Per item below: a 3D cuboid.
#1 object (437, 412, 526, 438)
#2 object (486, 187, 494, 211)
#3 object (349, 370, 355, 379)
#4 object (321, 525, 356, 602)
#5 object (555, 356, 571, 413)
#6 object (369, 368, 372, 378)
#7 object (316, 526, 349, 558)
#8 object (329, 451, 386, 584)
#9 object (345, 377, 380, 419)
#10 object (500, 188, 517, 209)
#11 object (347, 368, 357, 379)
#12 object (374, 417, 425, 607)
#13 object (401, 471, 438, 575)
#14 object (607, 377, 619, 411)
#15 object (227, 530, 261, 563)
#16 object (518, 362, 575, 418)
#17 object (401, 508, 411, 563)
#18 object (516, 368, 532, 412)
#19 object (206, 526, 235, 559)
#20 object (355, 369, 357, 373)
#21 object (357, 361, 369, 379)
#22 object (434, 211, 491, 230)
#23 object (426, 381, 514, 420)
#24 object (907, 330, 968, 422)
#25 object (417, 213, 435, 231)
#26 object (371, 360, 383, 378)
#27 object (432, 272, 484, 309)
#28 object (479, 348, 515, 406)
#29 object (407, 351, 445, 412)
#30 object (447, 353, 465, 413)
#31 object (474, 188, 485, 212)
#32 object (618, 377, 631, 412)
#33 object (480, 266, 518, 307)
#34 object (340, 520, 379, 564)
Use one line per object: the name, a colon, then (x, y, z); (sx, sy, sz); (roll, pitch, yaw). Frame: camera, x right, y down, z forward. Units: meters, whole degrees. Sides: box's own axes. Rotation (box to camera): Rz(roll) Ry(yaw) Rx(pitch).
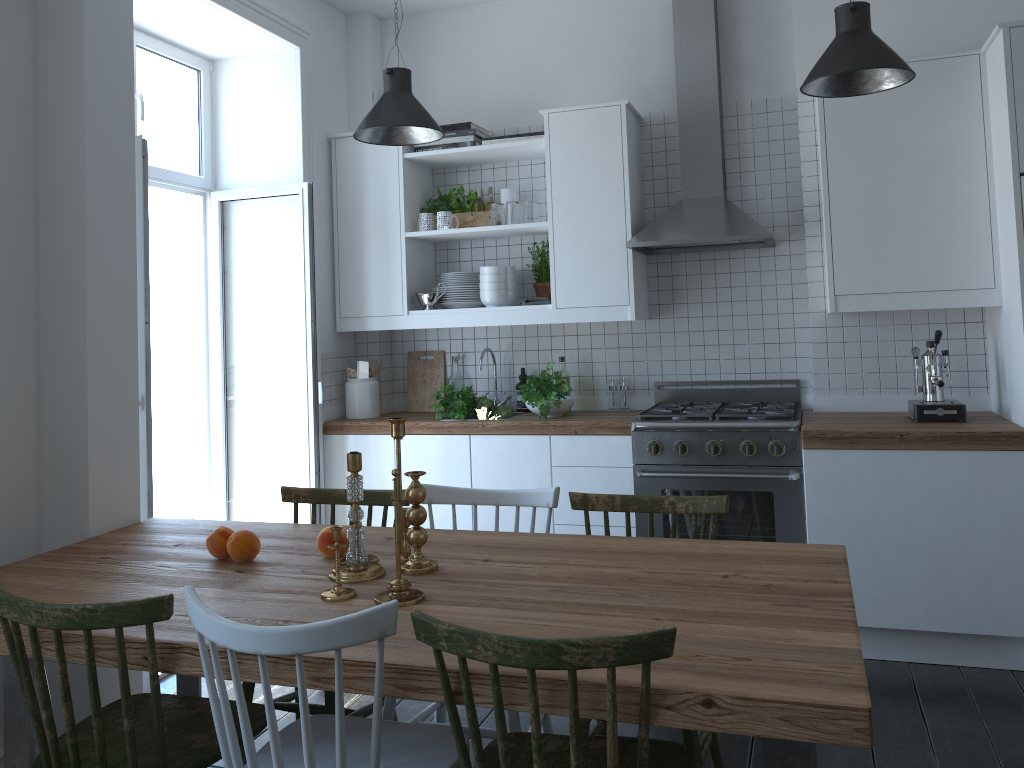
object: (-0.145, 0.215, 4.432); (0.371, 0.112, 0.354); (-1, 3, 19)
object: (-0.110, -0.929, 4.671); (0.056, 0.235, 0.056); (-3, -3, 22)
object: (-0.816, 0.046, 4.620); (0.061, 0.253, 0.117); (0, -3, -42)
object: (-0.405, 0.413, 2.045); (0.080, 0.161, 0.080); (-1, -2, -24)
object: (0.260, 0.001, 4.499); (0.066, 0.284, 0.066); (-3, -3, 14)
object: (-0.746, 0.044, 4.645); (0.050, 0.248, 0.114); (-1, -2, -17)
object: (-0.491, 0.434, 2.421); (0.089, 0.084, 0.084); (-2, 0, 31)
object: (-0.395, 0.328, 2.225); (0.141, 0.312, 0.139); (-1, -2, -29)
object: (-0.783, 0.072, 4.614); (0.173, 0.209, 0.174); (-2, 0, 23)
object: (-0.014, -0.912, 4.629); (0.085, 0.223, 0.084); (-3, -3, 26)
object: (-0.830, 0.043, 4.600); (0.054, 0.264, 0.148); (-2, -2, -6)
object: (-0.263, 0.287, 2.010); (0.113, 0.413, 0.113); (-1, -3, -19)
object: (-0.244, 0.352, 2.255); (0.100, 0.249, 0.100); (-4, -3, 42)
object: (0.513, 0.049, 4.462); (0.059, 0.173, 0.059); (-4, -3, 32)
object: (-0.731, 0.442, 2.401); (0.083, 0.088, 0.091); (-2, 0, 45)
object: (0.167, 0.026, 4.289); (0.271, 0.270, 0.338); (-2, 1, 9)
object: (-0.283, 0.402, 2.338); (0.049, 0.140, 0.049); (-3, -3, 19)
object: (0.061, 0.030, 4.608); (0.085, 0.232, 0.085); (-1, -2, -16)
object: (-0.803, 0.441, 2.444); (0.088, 0.090, 0.083); (-2, 0, 9)
object: (-0.779, 0.044, 4.653); (0.118, 0.251, 0.033); (-3, -3, 19)
object: (-0.783, 0.025, 4.626); (0.064, 0.291, 0.140); (-2, -2, -8)
object: (-0.264, -0.848, 4.687); (0.392, 0.104, 0.153); (-1, 2, 18)
object: (-0.196, 0.131, 4.384); (0.469, 0.309, 0.283); (-2, 0, -9)
object: (1.723, -0.037, 3.577); (0.205, 0.372, 0.353); (-3, 0, 19)
object: (-0.446, -0.833, 4.583); (0.083, 0.100, 0.108); (-2, 0, -12)
object: (-0.740, 0.021, 4.641); (0.131, 0.298, 0.056); (-2, -3, -2)
object: (-0.271, -0.488, 4.635); (0.300, 0.195, 0.306); (-2, 2, 20)
object: (-0.081, -0.014, 4.572); (0.189, 0.354, 0.273); (-2, -1, -5)
object: (-0.470, -0.014, 4.825); (0.220, 0.332, 0.040); (-3, -3, 18)
object: (-0.302, -0.008, 4.736); (0.097, 0.319, 0.097); (-3, -3, 19)
object: (-0.172, -0.921, 4.645); (0.060, 0.226, 0.059); (-2, -3, 2)
object: (0.565, 0.049, 4.422); (0.059, 0.173, 0.059); (-4, -3, 32)
object: (-0.067, -0.498, 4.510); (0.149, 0.217, 0.309); (-2, 1, 16)
object: (-0.410, 0.419, 2.352); (0.102, 0.114, 0.102); (-2, 0, 4)
